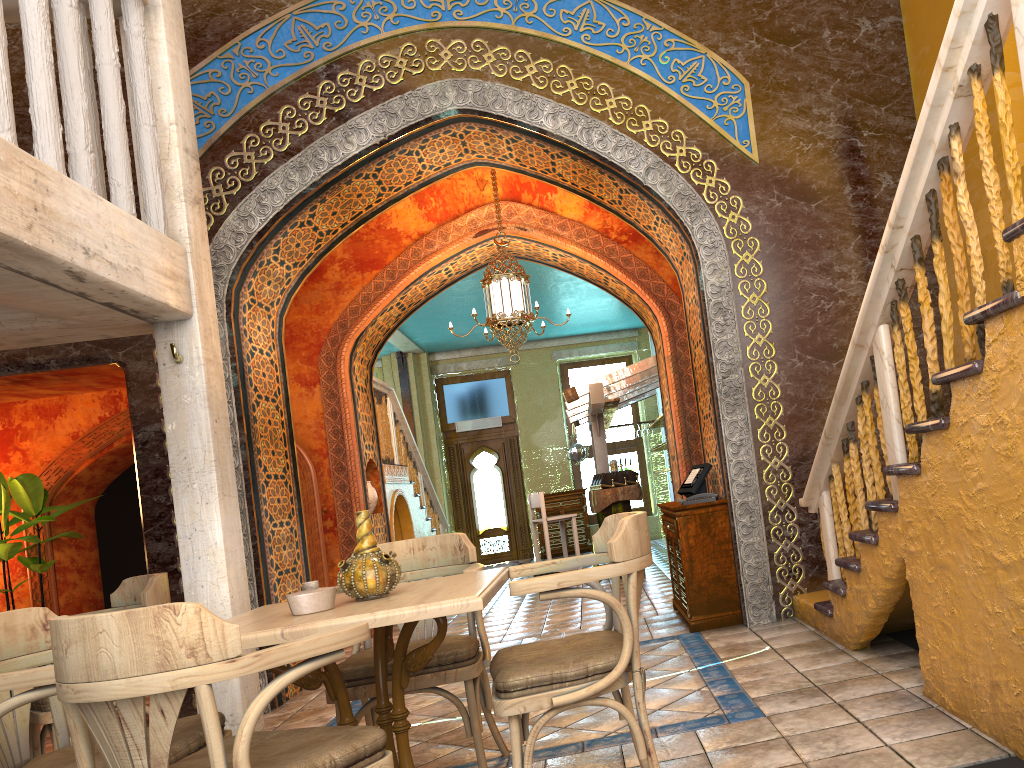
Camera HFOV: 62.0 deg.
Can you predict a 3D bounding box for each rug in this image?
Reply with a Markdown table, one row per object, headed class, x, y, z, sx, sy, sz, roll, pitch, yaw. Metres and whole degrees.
| class | x | y | z | sx | sy | sz | roll | pitch | yaw |
| --- | --- | --- | --- | --- | --- | --- | --- | --- | --- |
| rug | -0.302 | 3.528 | 16.367 | 1.334 | 0.039 | 2.376 | -9 | -8 | 1 |

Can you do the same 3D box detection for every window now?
| class | x | y | z | sx | sy | sz | roll | pitch | yaw |
| --- | --- | --- | --- | --- | --- | --- | --- | --- | --- |
| window | 1.974 | 1.167 | 17.840 | 1.580 | 3.415 | 0.085 | -8 | -2 | -9 |

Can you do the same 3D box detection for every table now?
| class | x | y | z | sx | sy | sz | roll | pitch | yaw |
| --- | --- | --- | --- | --- | --- | --- | --- | --- | --- |
| table | -0.527 | 1.321 | 3.226 | 1.079 | 1.001 | 1.038 | -8 | -5 | -3 |

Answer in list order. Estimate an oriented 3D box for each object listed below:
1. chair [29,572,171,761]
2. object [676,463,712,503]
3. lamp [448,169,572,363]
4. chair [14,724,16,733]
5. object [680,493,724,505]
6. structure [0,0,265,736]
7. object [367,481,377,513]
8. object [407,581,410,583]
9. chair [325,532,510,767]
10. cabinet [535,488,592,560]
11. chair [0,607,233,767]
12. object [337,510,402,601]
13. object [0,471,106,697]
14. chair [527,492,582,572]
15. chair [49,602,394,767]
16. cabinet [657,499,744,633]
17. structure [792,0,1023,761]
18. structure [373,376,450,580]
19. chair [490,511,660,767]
| class | x | y | z | sx | sy | sz | roll | pitch | yaw |
| --- | --- | --- | --- | --- | --- | --- | --- | --- | --- |
| chair | -2.237 | 1.685 | 4.668 | 0.778 | 1.177 | 0.694 | -5 | -4 | -43 |
| object | 1.616 | 0.880 | 7.572 | 0.266 | 0.317 | 0.437 | -7 | -6 | -10 |
| lamp | -0.107 | -1.393 | 9.009 | 1.320 | 2.362 | 1.103 | -8 | -3 | -3 |
| chair | -2.520 | 1.579 | 3.563 | 0.871 | 1.177 | 0.620 | -5 | -4 | -43 |
| object | 1.581 | 0.962 | 7.116 | 0.386 | 0.086 | 0.339 | -10 | -7 | 12 |
| structure | -6.879 | -0.731 | 0.524 | 10.072 | 6.473 | 6.778 | -8 | -5 | -5 |
| object | -1.727 | 1.347 | 10.078 | 0.241 | 0.383 | 0.264 | -9 | -3 | 15 |
| object | -1.361 | 2.591 | 11.361 | 0.153 | 0.553 | 0.876 | -8 | -6 | 3 |
| chair | -0.468 | 1.346 | 4.083 | 0.803 | 1.177 | 0.681 | -8 | -3 | -4 |
| cabinet | 1.044 | 2.825 | 17.194 | 1.147 | 1.302 | 0.600 | -8 | -3 | -6 |
| chair | -1.404 | 1.324 | 2.876 | 0.729 | 1.177 | 0.750 | -8 | -3 | -8 |
| object | -0.551 | 0.649 | 3.244 | 0.229 | 0.335 | 0.235 | -8 | -3 | 6 |
| object | -4.945 | 2.006 | 8.754 | 1.100 | 2.419 | 1.310 | -9 | -3 | 23 |
| chair | 0.617 | 2.154 | 11.977 | 0.545 | 1.334 | 0.457 | -7 | -2 | -28 |
| chair | -0.810 | 1.177 | 2.428 | 0.717 | 1.177 | 0.757 | -10 | -4 | 26 |
| cabinet | 1.665 | 1.576 | 7.642 | 0.500 | 1.050 | 1.481 | -8 | -5 | 3 |
| structure | 2.802 | -0.025 | 4.554 | 1.862 | 3.130 | 6.409 | -8 | -6 | 3 |
| structure | -2.226 | 1.888 | 13.363 | 1.822 | 3.131 | 5.826 | -8 | -6 | 3 |
| chair | 0.272 | 1.153 | 3.451 | 0.729 | 1.177 | 0.750 | -8 | -3 | -8 |
